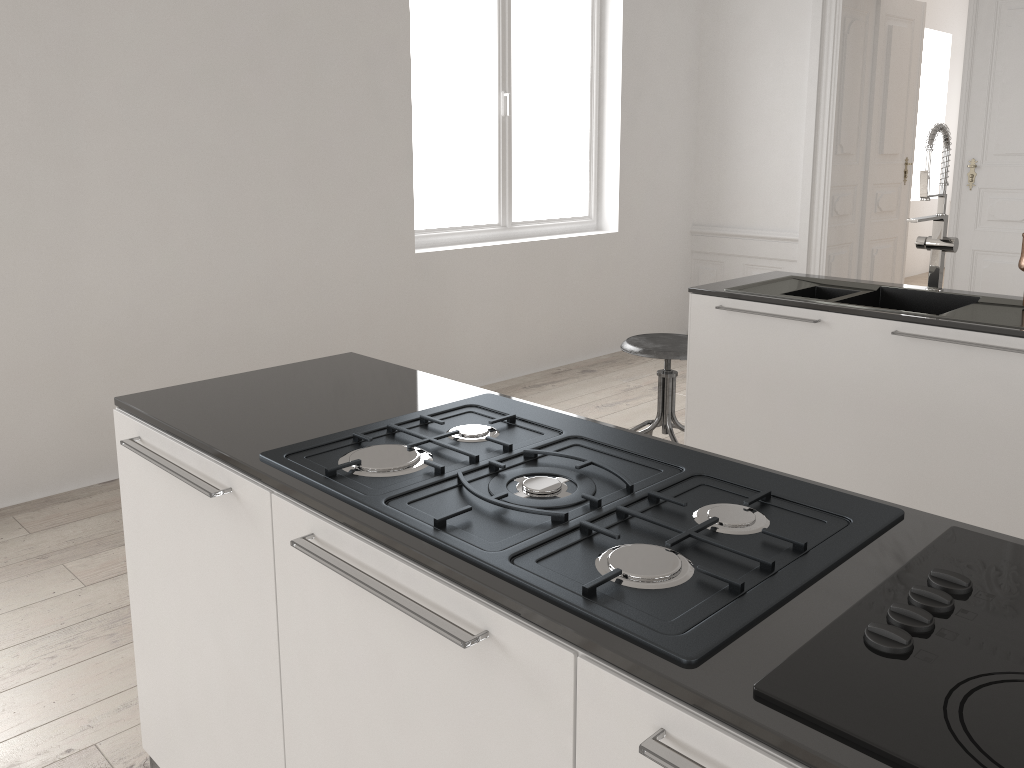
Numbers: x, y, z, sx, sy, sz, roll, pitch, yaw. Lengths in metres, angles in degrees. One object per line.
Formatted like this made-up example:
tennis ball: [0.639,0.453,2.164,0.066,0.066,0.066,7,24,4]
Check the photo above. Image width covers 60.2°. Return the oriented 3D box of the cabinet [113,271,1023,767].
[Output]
cabinet: [0.987,0.441,1.916,2.729,0.868,2.483,-14,20,-43]

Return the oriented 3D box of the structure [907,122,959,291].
structure: [1.413,-0.593,3.007,0.282,0.573,0.131,-11,16,-44]

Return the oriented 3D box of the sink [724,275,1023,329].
sink: [1.332,-0.206,2.906,0.489,0.138,1.175,-14,20,-42]

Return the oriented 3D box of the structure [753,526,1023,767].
structure: [0.621,0.287,0.771,0.510,0.020,0.633,-14,20,-43]

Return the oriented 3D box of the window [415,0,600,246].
window: [-0.010,-1.752,5.321,0.071,1.714,1.739,10,17,44]

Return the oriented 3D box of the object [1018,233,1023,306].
object: [1.690,-0.376,2.757,0.186,0.275,0.211,-1,12,-4]

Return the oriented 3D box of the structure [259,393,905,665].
structure: [0.063,0.143,1.329,0.525,0.014,0.849,-14,20,-43]

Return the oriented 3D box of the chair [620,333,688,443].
chair: [0.660,0.101,3.782,0.402,0.569,0.407,4,13,19]
